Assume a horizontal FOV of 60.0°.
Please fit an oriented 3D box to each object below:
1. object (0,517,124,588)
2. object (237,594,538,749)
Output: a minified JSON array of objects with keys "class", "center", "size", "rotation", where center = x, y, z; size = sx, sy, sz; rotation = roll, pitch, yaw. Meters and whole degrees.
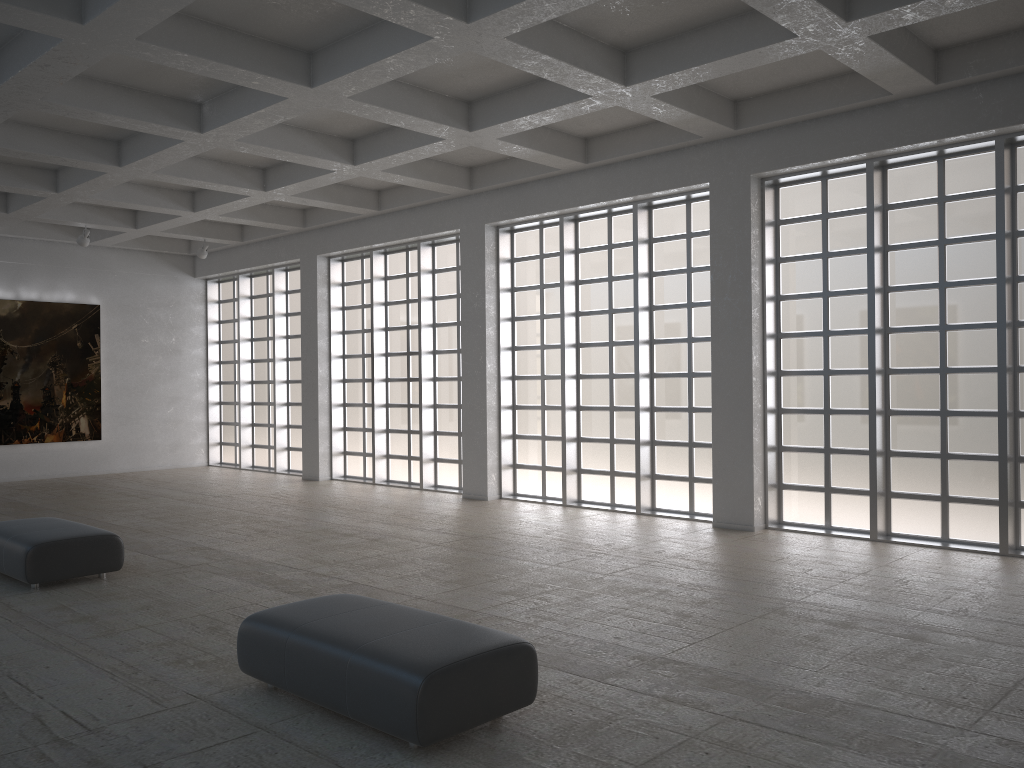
[{"class":"object","center":[-8.287,2.923,15.699],"size":[3.044,0.828,1.616],"rotation":[-1,0,43]},{"class":"object","center":[-1.362,2.849,9.166],"size":[3.044,0.828,1.616],"rotation":[-1,0,43]}]
